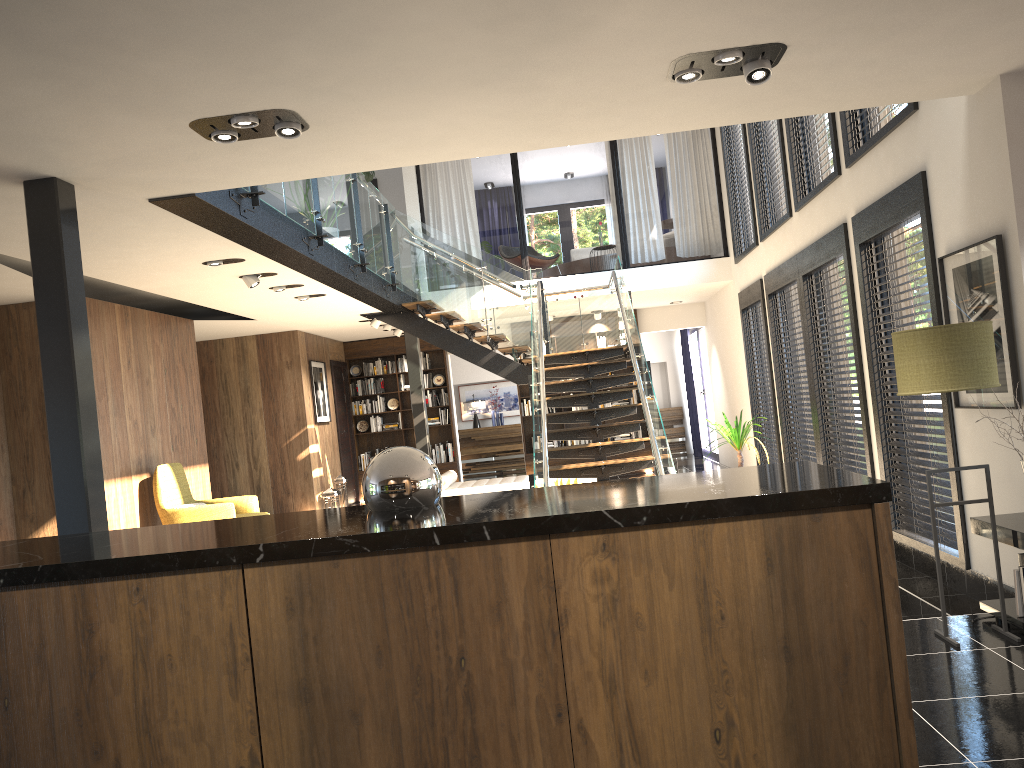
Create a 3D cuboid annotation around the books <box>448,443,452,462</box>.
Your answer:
[{"bbox_3d":[-1.033,1.145,14.857,0.035,0.314,0.168,-6,-1,4],"label":"books"}]

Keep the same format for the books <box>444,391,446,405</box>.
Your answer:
[{"bbox_3d":[-1.113,0.236,14.859,0.018,0.246,0.144,-6,-1,4],"label":"books"}]

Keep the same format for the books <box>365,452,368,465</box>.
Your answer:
[{"bbox_3d":[-2.423,1.300,14.949,0.015,0.306,0.222,-6,-1,4],"label":"books"}]

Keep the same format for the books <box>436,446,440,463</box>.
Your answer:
[{"bbox_3d":[-1.228,1.181,14.866,0.029,0.286,0.138,-6,-1,4],"label":"books"}]

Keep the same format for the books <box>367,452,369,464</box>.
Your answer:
[{"bbox_3d":[-2.404,1.302,14.981,0.018,0.301,0.195,-6,-1,4],"label":"books"}]

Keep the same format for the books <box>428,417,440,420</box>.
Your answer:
[{"bbox_3d":[-1.337,0.590,14.918,0.239,0.031,0.146,-6,-2,4],"label":"books"}]

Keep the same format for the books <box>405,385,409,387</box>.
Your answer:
[{"bbox_3d":[-1.667,0.026,14.962,0.264,0.021,0.189,-6,-2,2],"label":"books"}]

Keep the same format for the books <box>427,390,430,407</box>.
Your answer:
[{"bbox_3d":[-1.383,0.247,14.871,0.020,0.281,0.153,-6,-1,4],"label":"books"}]

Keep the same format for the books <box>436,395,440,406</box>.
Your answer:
[{"bbox_3d":[-1.229,0.274,14.876,0.060,0.196,0.119,-6,-1,4],"label":"books"}]

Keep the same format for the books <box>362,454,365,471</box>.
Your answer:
[{"bbox_3d":[-2.479,1.319,14.986,0.030,0.282,0.170,-6,-1,4],"label":"books"}]

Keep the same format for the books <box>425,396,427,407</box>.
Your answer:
[{"bbox_3d":[-1.432,0.294,14.882,0.026,0.200,0.154,-6,-1,4],"label":"books"}]

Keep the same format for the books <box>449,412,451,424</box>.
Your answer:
[{"bbox_3d":[-1.028,0.567,14.877,0.021,0.204,0.169,-6,-1,4],"label":"books"}]

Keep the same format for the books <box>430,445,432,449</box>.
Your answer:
[{"bbox_3d":[-1.360,1.178,14.882,0.019,0.321,0.161,-6,-1,4],"label":"books"}]

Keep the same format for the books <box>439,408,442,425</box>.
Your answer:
[{"bbox_3d":[-1.186,0.546,14.878,0.014,0.279,0.202,-6,-1,4],"label":"books"}]

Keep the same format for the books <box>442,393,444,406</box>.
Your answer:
[{"bbox_3d":[-1.149,0.224,14.858,0.018,0.278,0.114,-6,-1,4],"label":"books"}]

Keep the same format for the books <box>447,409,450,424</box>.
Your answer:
[{"bbox_3d":[-1.067,0.546,14.850,0.047,0.253,0.210,-6,-1,4],"label":"books"}]

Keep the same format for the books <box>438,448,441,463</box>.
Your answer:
[{"bbox_3d":[-1.200,1.196,14.879,0.022,0.250,0.144,-6,-1,4],"label":"books"}]

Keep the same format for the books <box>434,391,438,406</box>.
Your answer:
[{"bbox_3d":[-1.272,0.245,14.853,0.016,0.262,0.155,-6,-1,4],"label":"books"}]

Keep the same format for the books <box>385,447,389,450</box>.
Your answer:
[{"bbox_3d":[-2.085,1.238,14.909,0.019,0.356,0.235,-6,-1,4],"label":"books"}]

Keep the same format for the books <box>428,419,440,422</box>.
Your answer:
[{"bbox_3d":[-1.335,0.615,14.909,0.266,0.019,0.157,-6,-2,6],"label":"books"}]

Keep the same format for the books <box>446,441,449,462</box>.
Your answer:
[{"bbox_3d":[-1.085,1.131,14.857,0.065,0.354,0.164,-6,-1,4],"label":"books"}]

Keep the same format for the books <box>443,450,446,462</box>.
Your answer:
[{"bbox_3d":[-1.123,1.216,14.886,0.032,0.195,0.134,-6,-1,4],"label":"books"}]

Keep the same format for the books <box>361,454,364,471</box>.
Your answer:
[{"bbox_3d":[-2.502,1.321,14.970,0.014,0.282,0.232,-6,-1,4],"label":"books"}]

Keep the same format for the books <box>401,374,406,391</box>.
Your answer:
[{"bbox_3d":[-1.832,-0.022,14.955,0.016,0.278,0.209,-6,-1,4],"label":"books"}]

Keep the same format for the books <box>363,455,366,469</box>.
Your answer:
[{"bbox_3d":[-2.455,1.322,14.952,0.022,0.269,0.216,-6,-1,4],"label":"books"}]

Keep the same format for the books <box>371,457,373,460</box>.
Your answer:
[{"bbox_3d":[-2.328,1.335,14.943,0.021,0.217,0.220,-6,-1,4],"label":"books"}]

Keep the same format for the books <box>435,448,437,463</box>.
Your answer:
[{"bbox_3d":[-1.264,1.198,14.889,0.025,0.260,0.114,-6,-1,4],"label":"books"}]

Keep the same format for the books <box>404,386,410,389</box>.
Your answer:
[{"bbox_3d":[-1.665,0.052,14.953,0.266,0.030,0.209,-6,-2,5],"label":"books"}]

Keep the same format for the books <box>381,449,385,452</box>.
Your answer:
[{"bbox_3d":[-2.158,1.264,14.937,0.016,0.322,0.218,-6,-1,4],"label":"books"}]

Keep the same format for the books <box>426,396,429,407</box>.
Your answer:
[{"bbox_3d":[-1.406,0.293,14.852,0.032,0.195,0.183,-6,-1,4],"label":"books"}]

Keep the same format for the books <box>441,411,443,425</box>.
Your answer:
[{"bbox_3d":[-1.163,0.571,14.900,0.024,0.226,0.141,-6,-1,4],"label":"books"}]

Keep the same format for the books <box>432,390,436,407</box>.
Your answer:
[{"bbox_3d":[-1.299,0.240,14.862,0.037,0.276,0.179,-6,-1,4],"label":"books"}]

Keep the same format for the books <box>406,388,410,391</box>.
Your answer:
[{"bbox_3d":[-1.661,0.083,14.966,0.239,0.033,0.176,-6,-2,1],"label":"books"}]

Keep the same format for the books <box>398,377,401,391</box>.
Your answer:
[{"bbox_3d":[-1.878,0.002,14.979,0.028,0.242,0.194,-6,-1,4],"label":"books"}]

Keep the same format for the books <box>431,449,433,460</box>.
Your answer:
[{"bbox_3d":[-1.329,1.210,14.900,0.034,0.250,0.115,-6,-1,4],"label":"books"}]

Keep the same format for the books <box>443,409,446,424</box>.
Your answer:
[{"bbox_3d":[-1.119,0.551,14.906,0.038,0.257,0.138,-6,-1,4],"label":"books"}]

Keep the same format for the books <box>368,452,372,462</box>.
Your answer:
[{"bbox_3d":[-2.386,1.298,14.974,0.020,0.304,0.189,-6,-1,4],"label":"books"}]

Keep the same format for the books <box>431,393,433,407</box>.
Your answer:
[{"bbox_3d":[-1.329,0.263,14.880,0.030,0.239,0.146,-6,-1,4],"label":"books"}]

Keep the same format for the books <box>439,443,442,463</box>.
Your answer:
[{"bbox_3d":[-1.186,1.153,14.860,0.016,0.332,0.195,-6,-1,4],"label":"books"}]

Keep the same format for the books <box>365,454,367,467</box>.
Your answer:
[{"bbox_3d":[-2.438,1.303,14.956,0.016,0.304,0.217,-6,-1,4],"label":"books"}]

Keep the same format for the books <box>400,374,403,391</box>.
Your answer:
[{"bbox_3d":[-1.854,-0.020,14.952,0.027,0.279,0.166,-6,-1,4],"label":"books"}]

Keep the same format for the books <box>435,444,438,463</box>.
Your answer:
[{"bbox_3d":[-1.250,1.165,14.864,0.012,0.322,0.177,-6,-1,4],"label":"books"}]

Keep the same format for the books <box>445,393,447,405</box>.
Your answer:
[{"bbox_3d":[-1.091,0.256,14.850,0.023,0.200,0.121,-6,-1,4],"label":"books"}]

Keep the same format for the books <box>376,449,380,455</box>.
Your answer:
[{"bbox_3d":[-2.246,1.263,14.926,0.016,0.341,0.217,-6,-1,4],"label":"books"}]

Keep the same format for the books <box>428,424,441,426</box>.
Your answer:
[{"bbox_3d":[-1.327,0.692,14.904,0.245,0.021,0.159,-6,-2,6],"label":"books"}]

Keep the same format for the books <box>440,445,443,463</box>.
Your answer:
[{"bbox_3d":[-1.167,1.171,14.859,0.018,0.292,0.191,-6,-1,4],"label":"books"}]

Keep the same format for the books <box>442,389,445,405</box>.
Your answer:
[{"bbox_3d":[-1.133,0.221,14.838,0.016,0.278,0.202,-6,-1,4],"label":"books"}]

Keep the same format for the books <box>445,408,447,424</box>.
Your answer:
[{"bbox_3d":[-1.098,0.542,14.857,0.013,0.267,0.177,-6,-1,4],"label":"books"}]

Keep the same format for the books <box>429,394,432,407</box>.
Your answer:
[{"bbox_3d":[-1.357,0.275,14.858,0.027,0.219,0.139,-6,-1,4],"label":"books"}]

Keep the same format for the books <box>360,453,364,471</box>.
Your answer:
[{"bbox_3d":[-2.523,1.322,15.003,0.032,0.288,0.180,-6,-1,4],"label":"books"}]

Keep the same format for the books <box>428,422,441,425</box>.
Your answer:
[{"bbox_3d":[-1.331,0.667,14.893,0.271,0.028,0.174,-6,-2,-1],"label":"books"}]

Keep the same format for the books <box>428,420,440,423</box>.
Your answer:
[{"bbox_3d":[-1.333,0.639,14.902,0.263,0.030,0.159,-6,-2,1],"label":"books"}]

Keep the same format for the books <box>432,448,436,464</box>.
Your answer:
[{"bbox_3d":[-1.296,1.204,14.878,0.037,0.255,0.145,-6,-1,4],"label":"books"}]

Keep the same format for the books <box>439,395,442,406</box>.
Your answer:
[{"bbox_3d":[-1.186,0.272,14.863,0.026,0.190,0.121,-6,-1,4],"label":"books"}]

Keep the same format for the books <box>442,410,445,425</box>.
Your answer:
[{"bbox_3d":[-1.147,0.558,14.866,0.014,0.246,0.192,-6,-1,4],"label":"books"}]

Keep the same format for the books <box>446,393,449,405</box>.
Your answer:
[{"bbox_3d":[-1.067,0.256,14.832,0.026,0.196,0.170,-6,-1,4],"label":"books"}]

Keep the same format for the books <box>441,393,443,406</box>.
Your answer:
[{"bbox_3d":[-1.166,0.260,14.843,0.020,0.209,0.147,-6,-1,4],"label":"books"}]

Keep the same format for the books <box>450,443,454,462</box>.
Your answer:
[{"bbox_3d":[-1.002,1.146,14.848,0.029,0.306,0.149,-6,-1,4],"label":"books"}]

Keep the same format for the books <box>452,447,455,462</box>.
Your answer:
[{"bbox_3d":[-0.969,1.173,14.856,0.029,0.247,0.139,-6,-1,4],"label":"books"}]
